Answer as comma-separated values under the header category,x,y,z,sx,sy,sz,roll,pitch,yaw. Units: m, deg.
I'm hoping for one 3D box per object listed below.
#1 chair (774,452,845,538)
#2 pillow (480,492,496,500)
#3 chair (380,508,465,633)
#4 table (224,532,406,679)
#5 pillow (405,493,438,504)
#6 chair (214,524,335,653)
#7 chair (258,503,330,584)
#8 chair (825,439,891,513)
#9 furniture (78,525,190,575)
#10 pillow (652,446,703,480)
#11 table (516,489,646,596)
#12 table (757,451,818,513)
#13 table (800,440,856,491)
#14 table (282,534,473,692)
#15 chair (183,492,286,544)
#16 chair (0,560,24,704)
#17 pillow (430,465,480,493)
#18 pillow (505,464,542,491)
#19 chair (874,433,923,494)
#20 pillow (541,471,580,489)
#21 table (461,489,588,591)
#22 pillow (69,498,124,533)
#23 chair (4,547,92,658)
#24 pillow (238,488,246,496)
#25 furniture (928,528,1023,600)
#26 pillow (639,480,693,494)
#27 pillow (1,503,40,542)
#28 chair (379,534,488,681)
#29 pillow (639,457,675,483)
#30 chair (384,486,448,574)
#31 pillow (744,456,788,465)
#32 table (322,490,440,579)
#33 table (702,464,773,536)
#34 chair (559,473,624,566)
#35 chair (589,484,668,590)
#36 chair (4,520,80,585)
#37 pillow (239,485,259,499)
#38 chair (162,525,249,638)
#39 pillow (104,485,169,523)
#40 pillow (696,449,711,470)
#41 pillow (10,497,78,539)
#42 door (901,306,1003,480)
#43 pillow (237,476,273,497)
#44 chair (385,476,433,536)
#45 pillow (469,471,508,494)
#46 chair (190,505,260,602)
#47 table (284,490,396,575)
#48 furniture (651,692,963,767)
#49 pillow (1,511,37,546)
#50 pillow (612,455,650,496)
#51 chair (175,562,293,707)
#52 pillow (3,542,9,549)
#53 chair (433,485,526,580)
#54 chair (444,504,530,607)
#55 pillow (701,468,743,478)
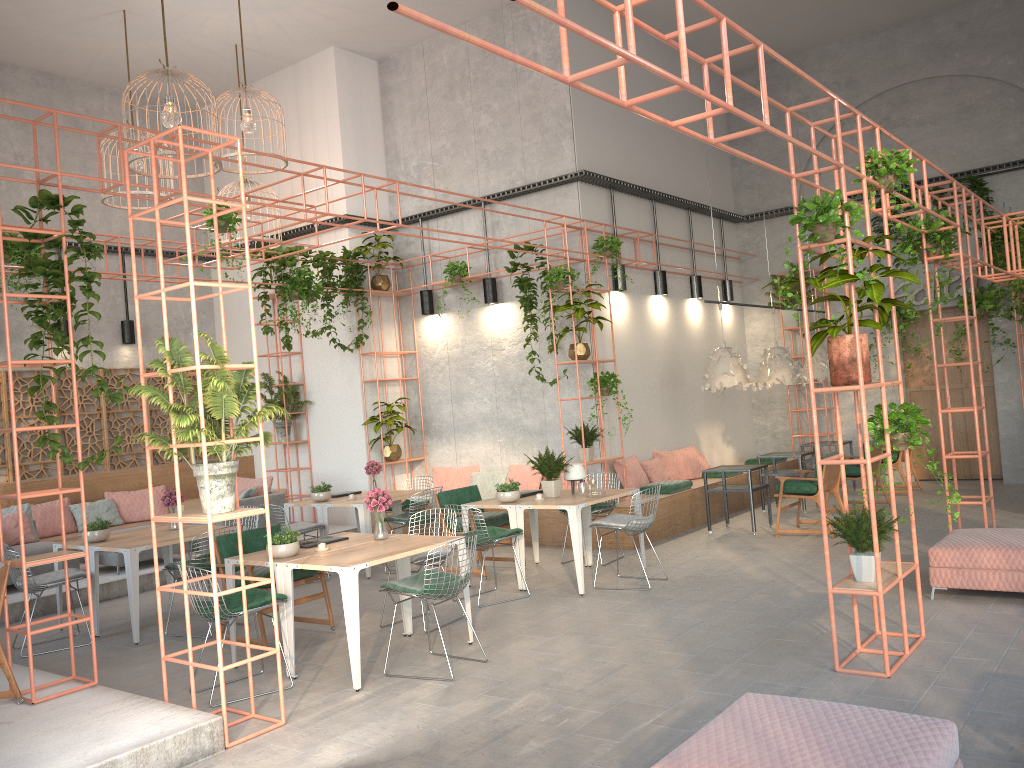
category,x,y,z,sx,sy,sz,roll,pitch,yaw
chair,3.539,1.298,10.482,0.685,0.929,0.722,-6,-1,37
pillow,-0.317,1.563,12.061,0.637,0.149,0.491,-6,-1,38
chair,-0.796,1.590,7.641,0.565,0.941,0.717,-6,-1,39
table,-1.520,1.696,7.006,0.694,0.830,1.205,-6,-1,37
pillow,-1.146,1.644,12.697,0.637,0.149,0.491,-6,-1,38
chair,-2.038,1.695,7.528,0.685,0.917,0.722,-6,-1,37
chair,-2.476,1.777,10.096,0.717,0.941,0.565,-4,-1,-36
chair,4.612,1.236,11.888,0.685,0.930,0.722,-6,-1,37
furniture,-4.697,2.027,11.028,0.941,0.446,0.975,-6,-1,37
pillow,2.421,1.166,12.842,0.839,0.474,0.276,-4,-1,-32
table,0.706,1.534,8.809,0.694,0.830,1.214,-6,-1,37
table,3.876,1.376,12.446,0.635,0.798,0.602,-6,-1,37
table,4.940,1.315,13.841,0.635,0.798,0.602,-6,-1,37
table,-0.967,1.641,6.586,0.694,0.830,1.214,-6,-1,37
chair,-3.811,1.859,12.026,1.127,0.672,1.052,-6,-1,37
chair,-3.383,1.577,5.227,0.685,0.914,0.722,-4,-1,-13
pillow,-0.847,1.438,12.992,0.839,0.474,0.276,-5,-1,28
pillow,0.140,1.340,12.181,0.276,0.474,0.839,-4,-1,-32
chair,5.662,1.176,13.266,0.685,0.930,0.722,-6,-1,37
pillow,0.667,1.338,11.807,0.666,0.385,0.289,-5,-1,33
table,0.152,1.588,9.229,0.694,0.830,1.205,-6,-1,37
pillow,-5.717,1.802,12.211,0.289,0.385,0.666,-5,-1,33
chair,-4.133,1.872,7.922,0.717,0.941,0.565,-4,-1,-36
pillow,-3.925,1.625,12.277,0.479,0.317,0.441,-5,-1,19
furniture,3.963,1.437,7.150,0.941,0.446,0.976,-6,-1,37
pillow,2.025,1.362,11.676,0.491,0.149,0.637,-6,-1,38
pillow,-6.063,1.699,10.466,0.276,0.474,0.839,-6,-1,38
chair,-0.562,1.545,6.297,0.717,0.941,0.565,-5,-1,34
pillow,2.021,1.236,12.347,0.289,0.385,0.666,-5,-1,33
chair,-1.122,1.668,10.233,0.717,0.941,0.565,-5,-1,34
pillow,4.149,1.240,14.460,0.491,0.149,0.637,-6,-1,38
table,-1.528,1.752,10.522,0.694,0.830,1.214,-6,-1,37
table,2.813,1.437,11.052,0.635,0.798,0.602,-6,-1,37
chair,0.877,1.495,9.864,0.565,0.941,0.717,-6,-1,39
chair,1.111,1.450,8.520,0.717,0.941,0.565,-5,-1,34
chair,-5.760,1.941,10.145,1.056,0.586,1.127,-6,-1,37
pillow,-3.603,1.573,11.960,0.308,0.349,0.495,-5,-1,-3
chair,-2.780,1.763,8.059,0.717,0.941,0.565,-5,-1,34
pillow,-5.368,1.737,12.709,0.839,0.474,0.276,-4,-1,-32
pillow,2.797,1.191,13.366,0.289,0.385,0.666,-5,-1,33
pillow,-6.145,1.781,11.691,0.276,0.474,0.839,-5,-1,28
door,7.163,0.146,14.355,1.360,2.729,0.551,-6,-1,37
pillow,-3.674,1.542,12.419,0.836,0.476,0.273,-6,-1,38
chair,-1.357,1.713,11.577,0.565,0.941,0.717,-6,-1,39
pillow,-0.348,1.437,12.584,0.666,0.385,0.289,-5,-1,33
chair,-3.014,1.808,9.403,0.565,0.941,0.717,-6,-1,39
table,-2.081,1.806,10.942,0.694,0.830,1.205,-6,-1,37
furniture,1.176,1.597,3.495,0.941,0.446,0.976,-6,-1,37
pillow,-5.949,1.720,10.364,0.289,0.385,0.666,-6,-1,38
pillow,1.611,1.214,11.850,0.276,0.474,0.839,-5,-1,28
chair,-1.915,1.654,6.160,0.717,0.941,0.565,-4,-1,-36
pillow,-5.851,1.754,9.993,0.307,0.324,0.499,-4,-1,-17
chair,-0.365,1.600,9.751,0.685,0.917,0.722,-6,-1,37
chair,-0.242,1.559,8.383,0.717,0.941,0.565,-4,-1,-36
pillow,3.075,1.302,13.051,0.491,0.149,0.637,-6,-1,38
